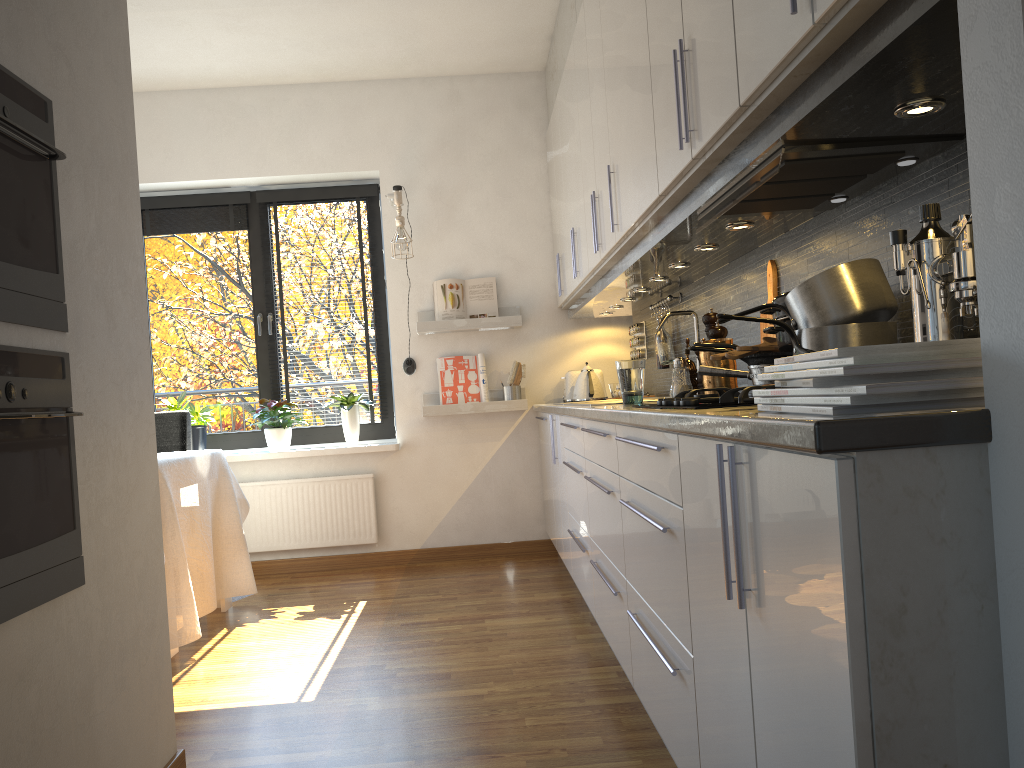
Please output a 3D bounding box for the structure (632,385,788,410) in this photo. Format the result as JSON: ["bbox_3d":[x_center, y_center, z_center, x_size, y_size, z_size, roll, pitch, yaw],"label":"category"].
[{"bbox_3d":[0.559,0.023,1.981,0.500,0.041,0.662,-4,-1,-3],"label":"structure"}]

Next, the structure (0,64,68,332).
[{"bbox_3d":[-0.871,-0.340,1.476,0.052,0.462,0.585,-4,-1,-3],"label":"structure"}]

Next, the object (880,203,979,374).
[{"bbox_3d":[0.710,-0.167,1.381,0.206,0.370,0.353,-4,-1,-3],"label":"object"}]

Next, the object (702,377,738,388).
[{"bbox_3d":[0.607,0.005,2.586,0.099,0.048,0.100,-4,-1,16],"label":"object"}]

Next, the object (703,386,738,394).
[{"bbox_3d":[0.609,0.027,2.585,0.100,0.036,0.100,-4,-1,30],"label":"object"}]

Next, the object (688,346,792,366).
[{"bbox_3d":[0.639,-0.065,2.167,0.347,0.082,0.243,-4,-1,34],"label":"object"}]

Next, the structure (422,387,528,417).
[{"bbox_3d":[-0.212,0.102,5.051,0.594,0.129,0.147,-4,-1,-3],"label":"structure"}]

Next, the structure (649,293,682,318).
[{"bbox_3d":[0.715,-0.364,4.172,0.067,0.081,0.443,-4,-1,-3],"label":"structure"}]

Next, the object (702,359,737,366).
[{"bbox_3d":[0.604,-0.055,2.593,0.101,0.057,0.099,-4,-1,9],"label":"object"}]

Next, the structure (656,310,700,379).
[{"bbox_3d":[0.690,-0.121,3.486,0.195,0.347,0.167,-4,0,-10],"label":"structure"}]

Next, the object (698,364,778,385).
[{"bbox_3d":[0.660,-0.031,2.191,0.232,0.061,0.351,-3,-1,-29],"label":"object"}]

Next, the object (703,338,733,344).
[{"bbox_3d":[0.596,-0.110,2.592,0.099,0.047,0.100,-4,-1,-7],"label":"object"}]

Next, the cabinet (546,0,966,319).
[{"bbox_3d":[0.532,-0.960,3.042,0.458,1.069,4.236,-4,-1,-3],"label":"cabinet"}]

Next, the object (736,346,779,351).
[{"bbox_3d":[0.622,-0.080,2.132,0.336,0.021,0.065,-3,-1,-44],"label":"object"}]

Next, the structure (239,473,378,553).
[{"bbox_3d":[-1.496,0.787,5.023,1.457,0.459,0.078,-4,0,-1],"label":"structure"}]

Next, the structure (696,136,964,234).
[{"bbox_3d":[0.660,-0.477,1.979,0.362,0.148,0.623,-4,-1,-3],"label":"structure"}]

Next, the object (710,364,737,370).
[{"bbox_3d":[0.607,-0.033,2.591,0.100,0.043,0.099,-4,-1,-15],"label":"object"}]

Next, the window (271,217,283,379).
[{"bbox_3d":[-3.609,2.141,16.944,12.977,18.370,21.823,-4,-1,27],"label":"window"}]

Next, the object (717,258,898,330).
[{"bbox_3d":[0.638,-0.159,1.894,0.202,0.169,0.371,-4,-1,-30],"label":"object"}]

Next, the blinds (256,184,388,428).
[{"bbox_3d":[-1.108,-0.457,5.260,0.710,1.422,0.049,-4,0,-3],"label":"blinds"}]

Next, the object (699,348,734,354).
[{"bbox_3d":[0.598,-0.090,2.594,0.100,0.036,0.100,-4,-1,26],"label":"object"}]

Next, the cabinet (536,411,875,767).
[{"bbox_3d":[0.264,0.462,3.020,0.040,0.690,4.224,-4,-1,-3],"label":"cabinet"}]

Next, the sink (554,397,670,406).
[{"bbox_3d":[0.478,0.152,3.745,0.475,0.168,1.421,-4,-1,-3],"label":"sink"}]

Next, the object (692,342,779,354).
[{"bbox_3d":[0.639,-0.079,2.154,0.356,0.080,0.246,-4,-1,0],"label":"object"}]

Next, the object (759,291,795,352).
[{"bbox_3d":[0.703,-0.148,2.087,0.190,0.159,0.197,-4,-1,44],"label":"object"}]

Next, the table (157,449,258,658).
[{"bbox_3d":[-2.152,0.735,3.792,1.856,0.763,1.235,-4,-1,-2],"label":"table"}]

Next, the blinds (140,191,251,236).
[{"bbox_3d":[-1.892,-1.002,5.228,0.710,0.229,0.049,-4,0,-3],"label":"blinds"}]

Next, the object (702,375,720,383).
[{"bbox_3d":[0.606,-0.013,2.589,0.099,0.051,0.099,-4,-1,-17],"label":"object"}]

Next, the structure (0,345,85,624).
[{"bbox_3d":[-0.837,0.162,1.475,0.052,0.462,0.585,-4,-1,-3],"label":"structure"}]

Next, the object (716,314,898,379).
[{"bbox_3d":[0.618,-0.080,1.796,0.347,0.154,0.200,-4,-1,-23],"label":"object"}]

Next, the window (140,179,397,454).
[{"bbox_3d":[-1.491,-0.388,5.281,1.561,1.588,0.119,-4,0,-3],"label":"window"}]

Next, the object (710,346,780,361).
[{"bbox_3d":[0.574,-0.080,2.152,0.335,0.044,0.064,-3,-1,-41],"label":"object"}]

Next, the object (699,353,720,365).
[{"bbox_3d":[0.599,-0.073,2.593,0.100,0.036,0.100,-4,-1,-9],"label":"object"}]

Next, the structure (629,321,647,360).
[{"bbox_3d":[0.700,-0.234,4.946,0.045,0.209,0.279,-4,-1,-3],"label":"structure"}]

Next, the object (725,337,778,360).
[{"bbox_3d":[0.585,-0.088,2.142,0.059,0.061,0.334,-4,-1,40],"label":"object"}]

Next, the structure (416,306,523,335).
[{"bbox_3d":[-0.244,-0.370,5.051,0.594,0.129,0.147,-4,-1,-3],"label":"structure"}]

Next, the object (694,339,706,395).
[{"bbox_3d":[0.583,-0.044,2.673,0.058,0.184,0.058,-4,0,30],"label":"object"}]
